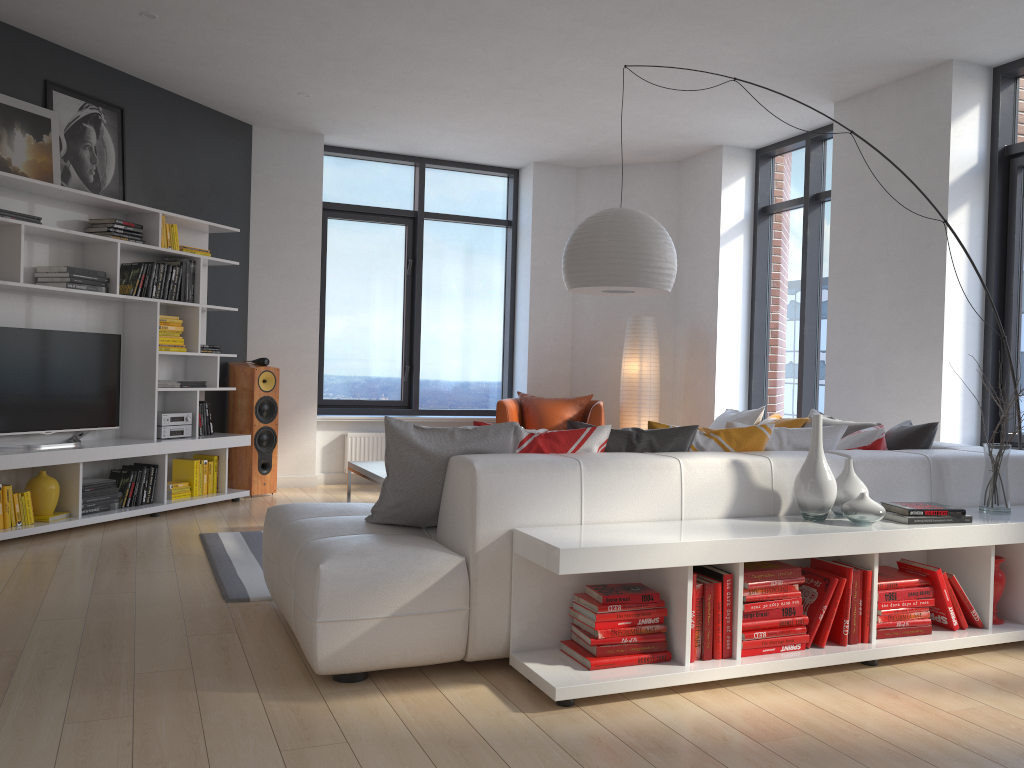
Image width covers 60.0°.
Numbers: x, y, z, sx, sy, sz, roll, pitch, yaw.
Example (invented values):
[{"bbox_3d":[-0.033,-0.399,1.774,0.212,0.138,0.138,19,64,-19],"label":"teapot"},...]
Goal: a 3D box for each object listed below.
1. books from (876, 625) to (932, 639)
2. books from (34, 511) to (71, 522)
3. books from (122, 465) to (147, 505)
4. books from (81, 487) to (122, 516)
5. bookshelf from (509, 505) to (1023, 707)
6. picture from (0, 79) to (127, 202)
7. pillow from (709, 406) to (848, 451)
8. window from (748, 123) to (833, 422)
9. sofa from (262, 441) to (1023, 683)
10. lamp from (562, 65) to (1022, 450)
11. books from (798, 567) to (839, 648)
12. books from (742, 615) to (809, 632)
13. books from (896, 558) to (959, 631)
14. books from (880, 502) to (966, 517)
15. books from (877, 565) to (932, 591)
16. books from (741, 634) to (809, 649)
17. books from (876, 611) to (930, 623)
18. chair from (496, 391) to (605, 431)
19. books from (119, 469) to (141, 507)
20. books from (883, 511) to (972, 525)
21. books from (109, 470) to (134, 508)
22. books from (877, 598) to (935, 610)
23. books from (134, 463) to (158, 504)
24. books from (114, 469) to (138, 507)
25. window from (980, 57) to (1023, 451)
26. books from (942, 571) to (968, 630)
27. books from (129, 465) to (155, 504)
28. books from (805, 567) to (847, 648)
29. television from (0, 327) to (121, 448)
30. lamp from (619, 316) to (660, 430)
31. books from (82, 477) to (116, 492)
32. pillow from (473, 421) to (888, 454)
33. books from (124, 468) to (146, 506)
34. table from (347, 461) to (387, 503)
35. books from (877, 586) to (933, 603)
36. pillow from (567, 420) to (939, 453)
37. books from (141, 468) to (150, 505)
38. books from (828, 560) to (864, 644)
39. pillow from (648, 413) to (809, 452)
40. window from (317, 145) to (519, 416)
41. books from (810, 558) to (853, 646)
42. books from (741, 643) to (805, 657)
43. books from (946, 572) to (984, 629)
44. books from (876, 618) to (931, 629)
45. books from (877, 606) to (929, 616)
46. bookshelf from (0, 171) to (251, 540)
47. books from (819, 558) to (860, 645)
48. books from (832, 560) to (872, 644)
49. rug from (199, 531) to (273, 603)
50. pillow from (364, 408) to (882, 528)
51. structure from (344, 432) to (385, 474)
[{"bbox_3d":[1.428,0.923,3.398,0.259,0.034,0.206,1,1,-20],"label":"books"},{"bbox_3d":[-2.800,0.782,5.249,0.270,0.029,0.204,2,1,7],"label":"books"},{"bbox_3d":[-2.525,0.671,5.891,0.192,0.254,0.075,2,1,21],"label":"books"},{"bbox_3d":[-2.682,0.728,5.577,0.277,0.137,0.343,2,1,17],"label":"books"},{"bbox_3d":[1.264,0.766,3.324,2.600,0.500,0.356,1,1,-23],"label":"bookshelf"},{"bbox_3d":[-2.874,-1.529,5.455,0.076,0.707,1.279,2,1,22],"label":"picture"},{"bbox_3d":[1.223,0.357,4.880,0.580,0.456,2.156,2,1,3],"label":"pillow"},{"bbox_3d":[2.393,-0.799,7.075,0.170,2.402,1.310,1,1,-23],"label":"window"},{"bbox_3d":[0.454,0.611,4.591,3.424,0.732,2.614,1,1,-23],"label":"sofa"},{"bbox_3d":[1.830,-0.305,4.410,3.199,2.647,0.710,2,1,13],"label":"lamp"},{"bbox_3d":[1.064,0.808,3.221,0.144,0.247,0.188,1,1,-23],"label":"books"},{"bbox_3d":[0.862,0.829,3.169,0.301,0.032,0.227,1,1,-23],"label":"books"},{"bbox_3d":[1.622,0.820,3.464,0.134,0.248,0.192,1,1,-23],"label":"books"},{"bbox_3d":[1.585,0.484,3.428,0.238,0.027,0.188,2,1,-9],"label":"books"},{"bbox_3d":[1.419,0.750,3.428,0.301,0.032,0.227,1,1,-23],"label":"books"},{"bbox_3d":[0.874,0.885,3.132,0.282,0.030,0.188,1,1,-22],"label":"books"},{"bbox_3d":[1.431,0.868,3.396,0.257,0.025,0.182,1,1,-23],"label":"books"},{"bbox_3d":[0.356,0.506,7.622,0.896,0.858,0.843,2,1,9],"label":"chair"},{"bbox_3d":[-2.534,0.682,5.832,0.169,0.233,0.081,2,1,21],"label":"books"},{"bbox_3d":[1.576,0.510,3.451,0.300,0.026,0.245,1,1,-18],"label":"books"},{"bbox_3d":[-2.567,0.681,5.775,0.182,0.234,0.104,2,1,22],"label":"books"},{"bbox_3d":[1.440,0.819,3.395,0.261,0.027,0.191,1,1,-19],"label":"books"},{"bbox_3d":[-2.487,0.668,5.981,0.197,0.260,0.066,2,1,22],"label":"books"},{"bbox_3d":[-2.559,0.682,5.808,0.187,0.234,0.096,2,1,22],"label":"books"},{"bbox_3d":[3.284,-0.748,4.954,0.170,2.402,1.310,1,1,-23],"label":"window"},{"bbox_3d":[1.668,0.830,3.476,0.148,0.232,0.171,1,1,-21],"label":"books"},{"bbox_3d":[-2.499,0.673,5.949,0.191,0.249,0.084,2,1,22],"label":"books"},{"bbox_3d":[1.105,0.809,3.231,0.115,0.245,0.192,1,1,-23],"label":"books"},{"bbox_3d":[-2.838,0.022,5.412,0.207,0.704,1.102,2,1,22],"label":"television"},{"bbox_3d":[1.296,0.188,7.706,0.804,1.550,0.502,2,1,27],"label":"lamp"},{"bbox_3d":[-2.702,0.635,5.578,0.250,0.047,0.310,2,1,18],"label":"books"},{"bbox_3d":[0.862,0.388,3.868,2.250,0.449,0.575,1,1,-25],"label":"pillow"},{"bbox_3d":[-2.509,0.679,5.860,0.172,0.242,0.069,2,1,23],"label":"books"},{"bbox_3d":[-0.311,0.719,5.208,1.091,0.435,1.091,1,1,-23],"label":"table"},{"bbox_3d":[1.433,0.786,3.409,0.279,0.039,0.206,1,1,-24],"label":"books"},{"bbox_3d":[1.160,0.369,4.001,2.120,0.436,0.608,1,1,-27],"label":"pillow"},{"bbox_3d":[-2.509,0.678,5.913,0.179,0.243,0.068,2,1,21],"label":"books"},{"bbox_3d":[1.224,0.804,3.288,0.028,0.266,0.188,1,1,-23],"label":"books"},{"bbox_3d":[1.137,0.377,4.574,0.630,0.440,2.095,2,1,24],"label":"pillow"},{"bbox_3d":[-0.896,-0.908,8.321,1.960,2.402,0.170,1,1,-23],"label":"window"},{"bbox_3d":[1.164,0.795,3.255,0.046,0.282,0.199,1,1,-23],"label":"books"},{"bbox_3d":[0.863,0.913,3.147,0.274,0.029,0.200,1,1,-23],"label":"books"},{"bbox_3d":[1.720,0.838,3.498,0.186,0.223,0.188,1,1,-22],"label":"books"},{"bbox_3d":[1.423,0.893,3.386,0.266,0.026,0.187,1,1,-17],"label":"books"},{"bbox_3d":[1.433,0.845,3.387,0.236,0.023,0.178,1,1,-23],"label":"books"},{"bbox_3d":[-2.729,-0.149,5.376,0.455,2.052,3.000,2,1,22],"label":"bookshelf"},{"bbox_3d":[1.192,0.800,3.285,0.038,0.270,0.215,1,1,-23],"label":"books"},{"bbox_3d":[1.255,0.803,3.285,0.028,0.269,0.181,1,1,-23],"label":"books"},{"bbox_3d":[-0.485,0.938,5.008,2.326,0.016,1.662,1,1,-23],"label":"rug"},{"bbox_3d":[0.645,0.348,4.136,2.953,0.453,0.647,1,1,-35],"label":"pillow"},{"bbox_3d":[-0.784,0.670,8.049,1.474,0.460,0.110,1,1,-23],"label":"structure"}]
